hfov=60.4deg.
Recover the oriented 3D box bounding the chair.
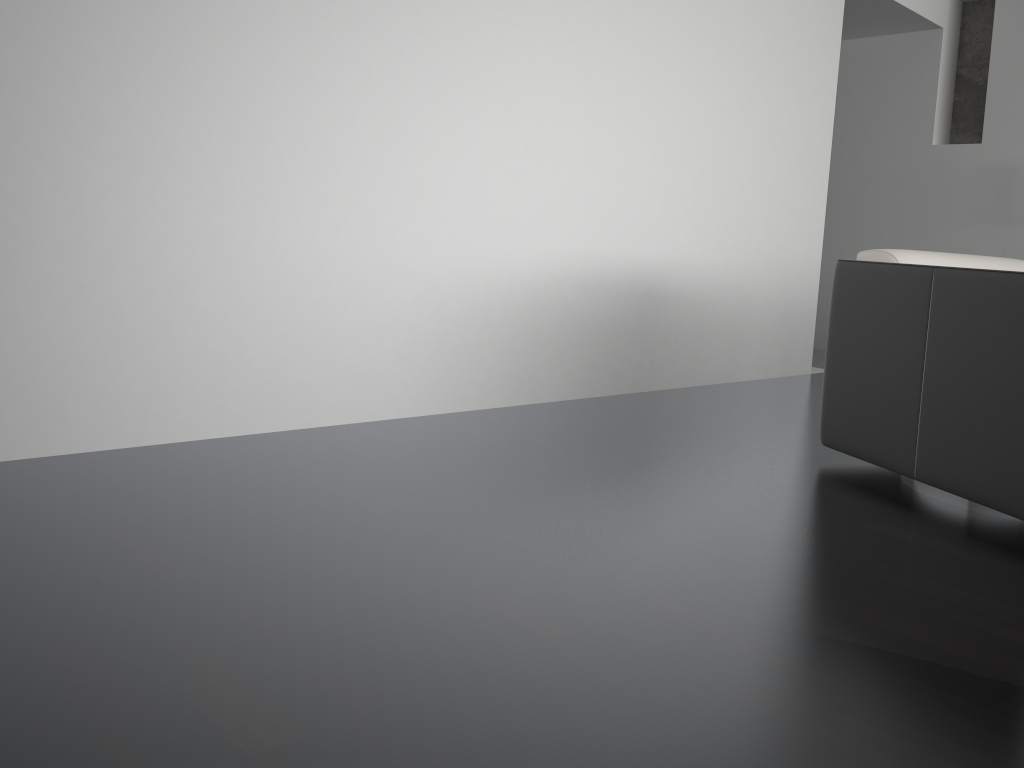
[{"bbox_3d":[1.521,-0.045,2.607,0.766,0.656,0.931,2,8,-19],"label":"chair"}]
